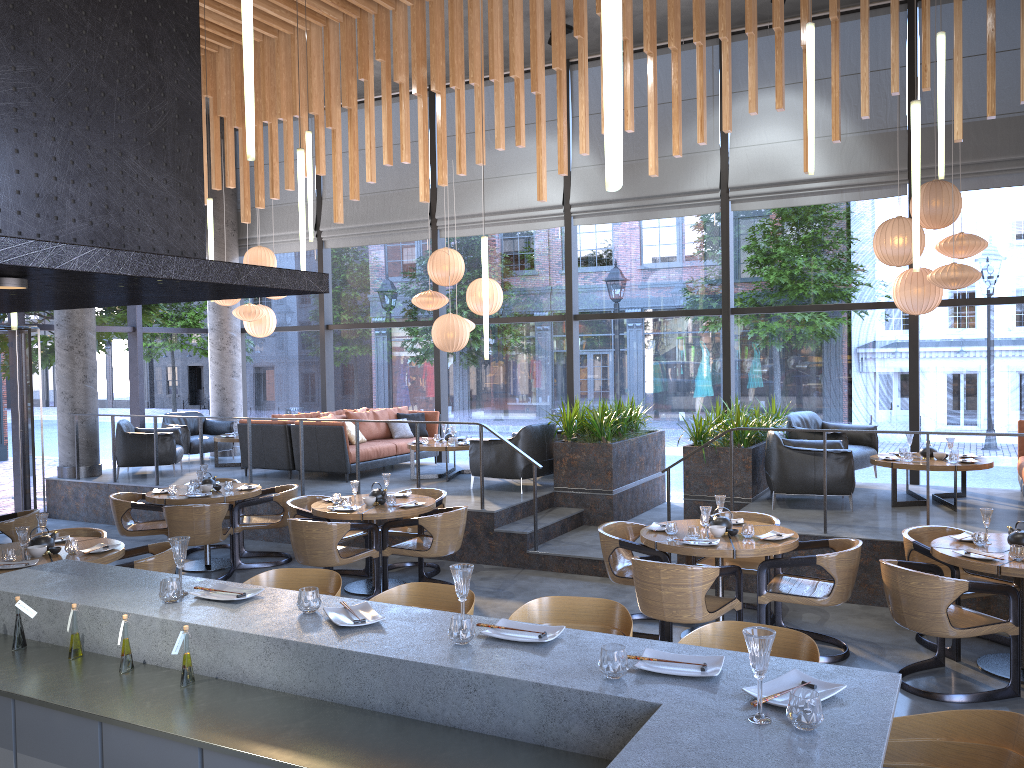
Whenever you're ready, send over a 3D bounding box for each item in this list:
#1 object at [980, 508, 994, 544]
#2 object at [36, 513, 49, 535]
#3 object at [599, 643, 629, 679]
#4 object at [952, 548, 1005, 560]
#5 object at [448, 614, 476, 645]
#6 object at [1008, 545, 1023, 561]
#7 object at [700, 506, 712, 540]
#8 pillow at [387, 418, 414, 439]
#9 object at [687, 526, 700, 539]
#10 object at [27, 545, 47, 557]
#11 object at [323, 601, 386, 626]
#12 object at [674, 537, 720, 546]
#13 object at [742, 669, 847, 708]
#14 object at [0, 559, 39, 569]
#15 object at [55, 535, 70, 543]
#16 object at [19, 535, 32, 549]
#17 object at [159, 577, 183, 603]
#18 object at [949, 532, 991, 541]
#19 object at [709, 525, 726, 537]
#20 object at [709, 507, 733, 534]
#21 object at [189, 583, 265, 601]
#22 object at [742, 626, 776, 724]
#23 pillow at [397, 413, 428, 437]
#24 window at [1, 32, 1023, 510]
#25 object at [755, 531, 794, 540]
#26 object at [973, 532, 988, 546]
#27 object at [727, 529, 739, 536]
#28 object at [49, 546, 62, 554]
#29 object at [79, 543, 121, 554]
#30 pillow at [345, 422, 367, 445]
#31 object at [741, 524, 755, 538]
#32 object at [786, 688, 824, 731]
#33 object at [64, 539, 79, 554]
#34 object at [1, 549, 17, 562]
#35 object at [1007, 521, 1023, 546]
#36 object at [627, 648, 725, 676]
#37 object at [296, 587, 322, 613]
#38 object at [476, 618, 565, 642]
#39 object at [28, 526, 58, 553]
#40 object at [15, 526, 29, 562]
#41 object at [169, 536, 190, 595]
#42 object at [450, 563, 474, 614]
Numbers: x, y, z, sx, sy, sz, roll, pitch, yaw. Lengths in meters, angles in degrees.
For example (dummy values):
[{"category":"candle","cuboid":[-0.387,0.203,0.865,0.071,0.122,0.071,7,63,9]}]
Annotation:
[{"category":"object","cuboid":[3.111,0.931,5.812,0.082,0.227,0.082,-1,2,-1]},{"category":"object","cuboid":[-3.309,1.030,6.254,0.082,0.227,0.082,0,2,21]},{"category":"object","cuboid":[0.294,0.803,2.563,0.086,0.086,0.086,-3,2,-41]},{"category":"object","cuboid":[2.869,1.049,5.417,0.170,0.025,0.294,-2,2,-24]},{"category":"object","cuboid":[-0.164,0.801,2.891,0.086,0.086,0.086,0,2,28]},{"category":"object","cuboid":[3.039,1.017,5.337,0.086,0.086,0.086,-1,2,-1]},{"category":"object","cuboid":[1.328,0.954,6.071,0.082,0.227,0.082,-1,2,-3]},{"category":"pillow","cuboid":[-1.545,0.618,12.225,0.332,0.263,0.203,-3,2,-42]},{"category":"object","cuboid":[1.252,1.025,6.109,0.086,0.086,0.086,-2,2,-37]},{"category":"object","cuboid":[-3.169,1.120,5.921,0.116,0.065,0.116,-1,2,12]},{"category":"object","cuboid":[-0.578,0.830,3.201,0.170,0.025,0.294,-2,2,-25]},{"category":"object","cuboid":[1.235,1.061,5.959,0.294,0.025,0.170,0,2,25]},{"category":"object","cuboid":[0.742,0.832,2.383,0.294,0.025,0.170,-2,2,-37]},{"category":"object","cuboid":[-3.177,1.149,5.616,0.294,0.025,0.170,-1,2,-14]},{"category":"object","cuboid":[-3.346,1.129,6.385,0.294,0.025,0.170,-2,2,-27]},{"category":"object","cuboid":[-3.397,1.104,6.201,0.086,0.086,0.086,-2,2,-25]},{"category":"object","cuboid":[-1.329,0.805,3.454,0.086,0.086,0.086,0,2,28]},{"category":"object","cuboid":[3.051,1.030,5.934,0.294,0.025,0.170,-2,2,-37]},{"category":"object","cuboid":[1.434,1.031,6.191,0.116,0.065,0.116,-1,2,6]},{"category":"object","cuboid":[1.489,0.968,6.327,0.163,0.179,0.168,-2,2,-25]},{"category":"object","cuboid":[-1.152,0.830,3.526,0.294,0.025,0.170,0,2,26]},{"category":"object","cuboid":[0.625,0.736,2.239,0.082,0.227,0.082,-1,2,-1]},{"category":"pillow","cuboid":[-1.406,0.576,12.471,0.418,0.345,0.242,-2,2,-22]},{"category":"window","cuboid":[-2.174,-1.068,6.132,12.739,5.897,12.900,0,2,28]},{"category":"object","cuboid":[1.782,1.048,6.073,0.294,0.025,0.170,-3,2,-43]},{"category":"object","cuboid":[3.033,1.005,5.743,0.086,0.086,0.086,-2,2,-39]},{"category":"object","cuboid":[1.544,1.040,6.197,0.080,0.042,0.080,-1,2,-8]},{"category":"object","cuboid":[-3.087,1.127,5.995,0.080,0.042,0.080,-1,2,13]},{"category":"object","cuboid":[-2.824,1.130,6.049,0.170,0.025,0.294,-1,2,8]},{"category":"pillow","cuboid":[-2.082,0.622,11.496,0.289,0.311,0.393,-1,2,8]},{"category":"object","cuboid":[1.633,1.018,6.139,0.086,0.086,0.086,0,2,30]},{"category":"object","cuboid":[0.724,0.807,2.193,0.086,0.086,0.086,-2,2,-35]},{"category":"object","cuboid":[-2.982,1.103,6.007,0.086,0.086,0.086,-1,2,-9]},{"category":"object","cuboid":[-3.259,1.116,5.744,0.086,0.086,0.086,-1,2,14]},{"category":"object","cuboid":[3.238,0.958,5.637,0.168,0.179,0.163,0,2,32]},{"category":"object","cuboid":[0.471,0.829,2.628,0.294,0.025,0.170,0,2,21]},{"category":"object","cuboid":[-0.750,0.800,3.277,0.086,0.086,0.086,-1,2,3]},{"category":"object","cuboid":[0.013,0.827,2.963,0.294,0.025,0.170,0,2,26]},{"category":"object","cuboid":[-3.214,1.059,6.061,0.163,0.179,0.168,-1,2,-7]},{"category":"object","cuboid":[-3.178,1.043,5.762,0.082,0.227,0.082,-3,2,-42]},{"category":"object","cuboid":[-1.332,0.731,3.561,0.082,0.227,0.082,-2,2,-28]},{"category":"object","cuboid":[-0.167,0.727,2.998,0.082,0.227,0.082,-2,2,-28]}]
